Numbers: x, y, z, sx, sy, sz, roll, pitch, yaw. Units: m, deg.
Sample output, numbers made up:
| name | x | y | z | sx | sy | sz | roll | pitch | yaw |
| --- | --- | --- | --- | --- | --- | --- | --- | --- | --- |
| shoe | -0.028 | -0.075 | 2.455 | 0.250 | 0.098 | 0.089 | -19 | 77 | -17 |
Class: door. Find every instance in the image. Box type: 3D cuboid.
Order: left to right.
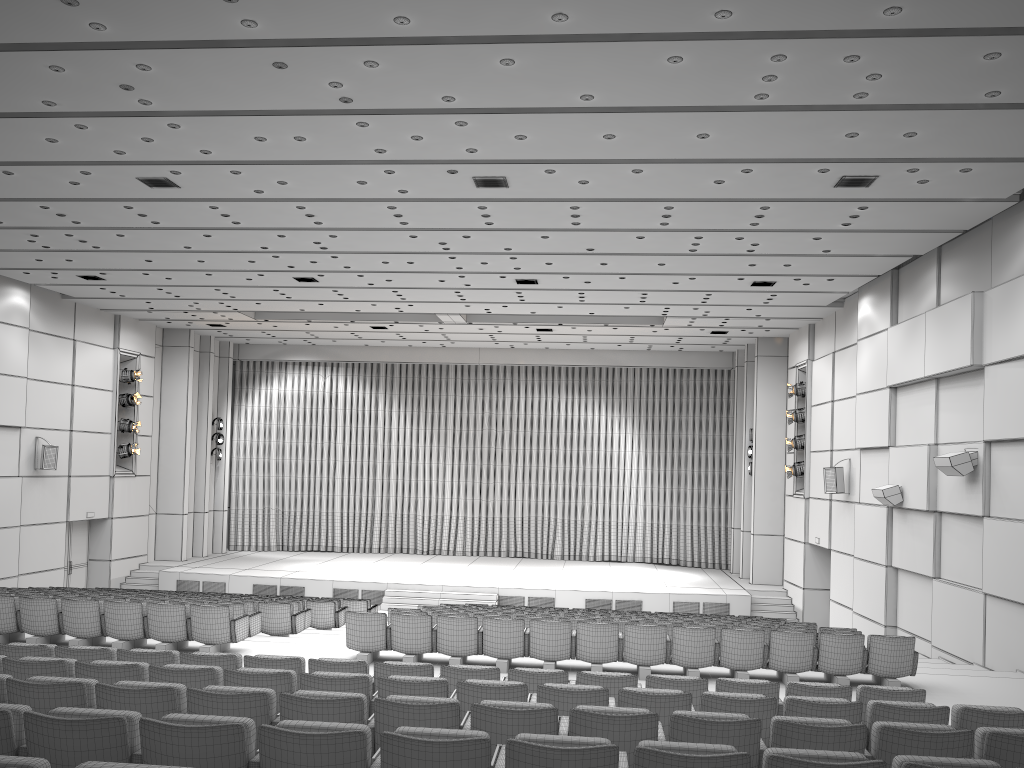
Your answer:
| name | x | y | z | sx | sy | sz | roll | pitch | yaw |
| --- | --- | --- | --- | --- | --- | --- | --- | --- | --- |
| door | -10.975 | 4.452 | 21.944 | 0.085 | 2.172 | 1.704 | 2 | -3 | 6 |

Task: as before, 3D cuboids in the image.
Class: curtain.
| name | x | y | z | sx | sy | sz | roll | pitch | yaw |
| --- | --- | --- | --- | --- | --- | --- | --- | --- | --- |
| curtain | -0.950 | 2.323 | 28.368 | 16.128 | 6.504 | 1.433 | 1 | -2 | 5 |

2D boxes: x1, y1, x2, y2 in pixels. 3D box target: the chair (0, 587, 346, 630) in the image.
| name | x | y | z | sx | sy | sz | roll | pitch | yaw |
| --- | --- | --- | --- | --- | --- | --- | --- | --- | --- |
| chair | -6.235 | 3.963 | 15.544 | 6.599 | 0.620 | 0.614 | 1 | -3 | 5 |

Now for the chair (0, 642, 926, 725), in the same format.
| name | x | y | z | sx | sy | sz | roll | pitch | yaw |
| --- | --- | --- | --- | --- | --- | --- | --- | --- | --- |
| chair | -3.311 | 2.551 | 7.634 | 13.198 | 0.620 | 0.614 | 1 | -3 | 5 |

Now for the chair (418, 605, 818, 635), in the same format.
| name | x | y | z | sx | sy | sz | roll | pitch | yaw |
| --- | --- | --- | --- | --- | --- | --- | --- | --- | --- |
| chair | 1.702 | 4.121 | 14.792 | 6.599 | 0.620 | 0.614 | 1 | -3 | 5 |

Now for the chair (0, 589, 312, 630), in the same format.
| name | x | y | z | sx | sy | sz | roll | pitch | yaw |
| --- | --- | --- | --- | --- | --- | --- | --- | --- | --- |
| chair | -6.317 | 3.708 | 14.451 | 6.049 | 0.620 | 0.614 | 1 | -3 | 5 |

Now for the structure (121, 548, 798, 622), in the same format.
| name | x | y | z | sx | sy | sz | roll | pitch | yaw |
| --- | --- | --- | --- | --- | --- | --- | --- | --- | --- |
| structure | -1.304 | 5.695 | 25.152 | 17.816 | 0.843 | 8.349 | 1 | -5 | 5 |

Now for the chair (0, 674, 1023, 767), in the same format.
| name | x | y | z | sx | sy | sz | roll | pitch | yaw |
| --- | --- | --- | --- | --- | --- | --- | --- | --- | --- |
| chair | -3.508 | 2.040 | 5.451 | 13.198 | 0.620 | 0.614 | 1 | -3 | 5 |

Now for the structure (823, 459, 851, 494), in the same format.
| name | x | y | z | sx | sy | sz | roll | pitch | yaw |
| --- | --- | --- | --- | --- | --- | --- | --- | --- | --- |
| structure | 6.769 | 1.918 | 18.405 | 0.411 | 0.742 | 0.409 | 3 | -3 | -37 |

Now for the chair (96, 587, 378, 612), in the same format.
| name | x | y | z | sx | sy | sz | roll | pitch | yaw |
| --- | --- | --- | --- | --- | --- | --- | --- | --- | --- |
| chair | -5.887 | 4.732 | 18.819 | 6.049 | 0.620 | 0.614 | 1 | -3 | 5 |

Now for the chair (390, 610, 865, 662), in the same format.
| name | x | y | z | sx | sy | sz | roll | pitch | yaw |
| --- | --- | --- | --- | --- | --- | --- | --- | --- | --- |
| chair | 1.423 | 3.354 | 11.516 | 6.049 | 0.620 | 0.614 | 1 | -3 | 5 |

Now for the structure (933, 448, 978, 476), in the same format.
| name | x | y | z | sx | sy | sz | roll | pitch | yaw |
| --- | --- | --- | --- | --- | --- | --- | --- | --- | --- |
| structure | 6.591 | 1.157 | 13.108 | 0.471 | 0.416 | 0.522 | 2 | -4 | 1 |

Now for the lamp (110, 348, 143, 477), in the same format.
| name | x | y | z | sx | sy | sz | roll | pitch | yaw |
| --- | --- | --- | --- | --- | --- | --- | --- | --- | --- |
| lamp | -10.161 | 0.774 | 23.237 | 0.746 | 3.332 | 1.022 | 2 | -2 | 6 |

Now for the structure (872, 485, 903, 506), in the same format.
| name | x | y | z | sx | sy | sz | roll | pitch | yaw |
| --- | --- | --- | --- | --- | --- | --- | --- | --- | --- |
| structure | 6.682 | 1.933 | 15.627 | 0.470 | 0.416 | 0.522 | 1 | -4 | 3 |

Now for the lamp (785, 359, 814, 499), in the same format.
| name | x | y | z | sx | sy | sz | roll | pitch | yaw |
| --- | --- | --- | --- | --- | --- | --- | --- | --- | --- |
| lamp | 7.086 | 1.118 | 21.625 | 0.755 | 3.332 | 1.024 | 2 | -2 | 1 |

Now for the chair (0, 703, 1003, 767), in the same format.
| name | x | y | z | sx | sy | sz | roll | pitch | yaw |
| --- | --- | --- | --- | --- | --- | --- | --- | --- | --- |
| chair | -3.580 | 1.784 | 4.357 | 13.748 | 0.620 | 0.614 | 1 | -3 | 5 |

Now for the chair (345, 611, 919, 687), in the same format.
| name | x | y | z | sx | sy | sz | roll | pitch | yaw |
| --- | --- | --- | --- | --- | --- | --- | --- | --- | --- |
| chair | 1.308 | 3.097 | 10.426 | 6.599 | 0.620 | 0.614 | 1 | -3 | 5 |

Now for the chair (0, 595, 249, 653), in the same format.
| name | x | y | z | sx | sy | sz | roll | pitch | yaw |
| --- | --- | --- | --- | --- | --- | --- | --- | --- | --- |
| chair | -6.630 | 2.940 | 11.178 | 6.599 | 0.620 | 0.614 | 1 | -3 | 5 |

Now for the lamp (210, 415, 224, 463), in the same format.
| name | x | y | z | sx | sy | sz | roll | pitch | yaw |
| --- | --- | --- | --- | --- | --- | --- | --- | --- | --- |
| lamp | -9.002 | 1.673 | 26.905 | 0.436 | 1.474 | 0.386 | 1 | -2 | 10 |

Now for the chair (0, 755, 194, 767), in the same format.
| name | x | y | z | sx | sy | sz | roll | pitch | yaw |
| --- | --- | --- | --- | --- | --- | --- | --- | --- | --- |
| chair | -3.705 | 1.528 | 3.268 | 13.198 | 0.620 | 0.614 | 1 | -3 | 5 |

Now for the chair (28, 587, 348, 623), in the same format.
| name | x | y | z | sx | sy | sz | roll | pitch | yaw |
| --- | --- | --- | --- | --- | --- | --- | --- | --- | --- |
| chair | -6.120 | 4.219 | 16.634 | 6.049 | 0.620 | 0.614 | 1 | -3 | 5 |

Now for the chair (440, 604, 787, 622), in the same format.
| name | x | y | z | sx | sy | sz | roll | pitch | yaw |
| --- | --- | --- | --- | --- | --- | --- | --- | --- | --- |
| chair | 1.899 | 4.632 | 16.975 | 6.599 | 0.620 | 0.614 | 1 | -3 | 5 |

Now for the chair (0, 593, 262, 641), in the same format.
| name | x | y | z | sx | sy | sz | roll | pitch | yaw |
| --- | --- | --- | --- | --- | --- | --- | --- | --- | --- |
| chair | -6.514 | 3.196 | 12.268 | 6.049 | 0.620 | 0.614 | 1 | -3 | 5 |

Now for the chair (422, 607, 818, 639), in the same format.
| name | x | y | z | sx | sy | sz | roll | pitch | yaw |
| --- | --- | --- | --- | --- | --- | --- | --- | --- | --- |
| chair | 1.621 | 3.865 | 13.699 | 6.049 | 0.620 | 0.614 | 1 | -3 | 5 |

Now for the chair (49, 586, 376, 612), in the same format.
| name | x | y | z | sx | sy | sz | roll | pitch | yaw |
| --- | --- | --- | --- | --- | --- | --- | --- | --- | --- |
| chair | -6.038 | 4.475 | 17.727 | 6.599 | 0.620 | 0.614 | 1 | -3 | 5 |

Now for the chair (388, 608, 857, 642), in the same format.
| name | x | y | z | sx | sy | sz | roll | pitch | yaw |
| --- | --- | --- | --- | --- | --- | --- | --- | --- | --- |
| chair | 1.505 | 3.609 | 12.609 | 6.599 | 0.620 | 0.614 | 1 | -3 | 5 |

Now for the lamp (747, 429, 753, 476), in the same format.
| name | x | y | z | sx | sy | sz | roll | pitch | yaw |
| --- | --- | --- | --- | --- | --- | --- | --- | --- | --- |
| lamp | 6.671 | 1.872 | 24.221 | 0.436 | 1.474 | 0.386 | 2 | -2 | 2 |

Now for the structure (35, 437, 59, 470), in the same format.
| name | x | y | z | sx | sy | sz | roll | pitch | yaw |
| --- | --- | --- | --- | --- | --- | --- | --- | --- | --- |
| structure | -10.495 | 1.566 | 19.944 | 0.411 | 0.742 | 0.409 | 3 | -3 | -37 |

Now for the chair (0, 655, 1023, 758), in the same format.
| name | x | y | z | sx | sy | sz | roll | pitch | yaw |
| --- | --- | --- | --- | --- | --- | --- | --- | --- | --- |
| chair | -3.383 | 2.296 | 6.540 | 13.748 | 0.620 | 0.614 | 1 | -3 | 5 |

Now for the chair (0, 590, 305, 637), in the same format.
| name | x | y | z | sx | sy | sz | roll | pitch | yaw |
| --- | --- | --- | --- | --- | --- | --- | --- | --- | --- |
| chair | -6.433 | 3.452 | 13.361 | 6.599 | 0.620 | 0.614 | 1 | -3 | 5 |

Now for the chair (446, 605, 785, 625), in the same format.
| name | x | y | z | sx | sy | sz | roll | pitch | yaw |
| --- | --- | --- | --- | --- | --- | --- | --- | --- | --- |
| chair | 1.818 | 4.377 | 15.882 | 6.049 | 0.620 | 0.614 | 1 | -3 | 5 |

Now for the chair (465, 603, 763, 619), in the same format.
| name | x | y | z | sx | sy | sz | roll | pitch | yaw |
| --- | --- | --- | --- | --- | --- | --- | --- | --- | --- |
| chair | 2.050 | 4.890 | 18.068 | 6.049 | 0.620 | 0.614 | 1 | -3 | 5 |
